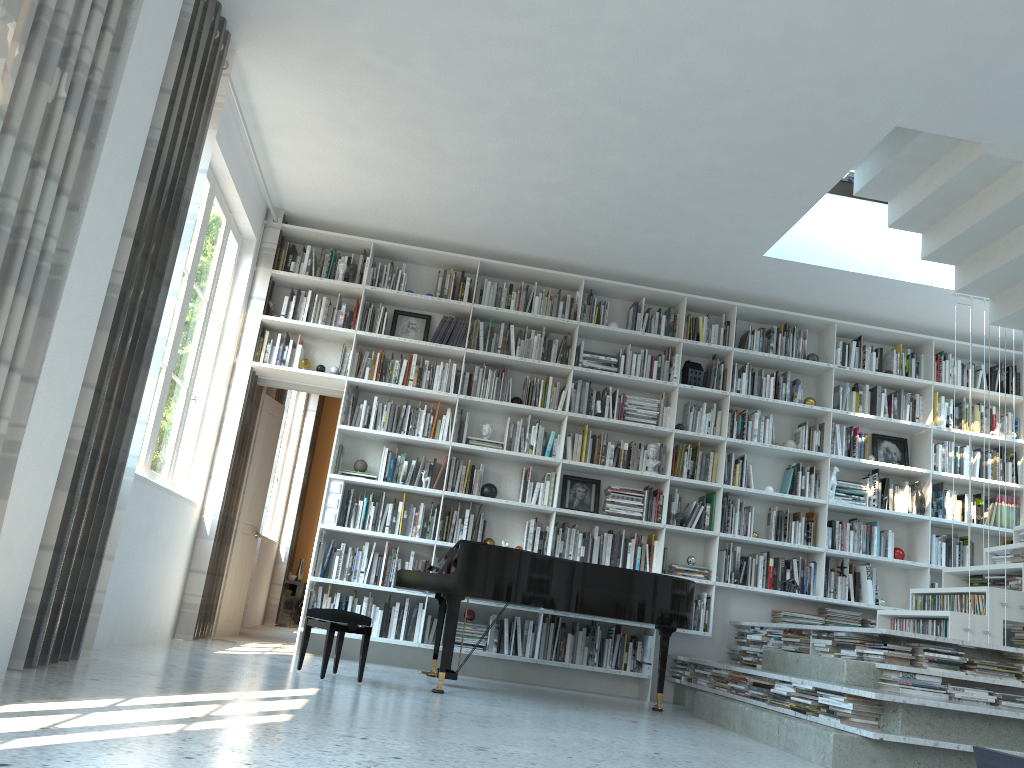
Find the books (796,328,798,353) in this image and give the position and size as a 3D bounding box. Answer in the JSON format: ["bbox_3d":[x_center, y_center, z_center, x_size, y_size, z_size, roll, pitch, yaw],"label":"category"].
[{"bbox_3d":[2.328,-0.295,7.348,0.008,0.320,0.134,9,-14,-5],"label":"books"}]

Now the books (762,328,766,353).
[{"bbox_3d":[2.042,-0.314,7.299,0.021,0.255,0.169,9,-14,-5],"label":"books"}]

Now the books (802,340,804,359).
[{"bbox_3d":[2.363,-0.242,7.317,0.018,0.214,0.158,9,-14,-5],"label":"books"}]

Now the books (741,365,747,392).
[{"bbox_3d":[1.864,0.003,7.198,0.011,0.282,0.173,9,-14,-5],"label":"books"}]

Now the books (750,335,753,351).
[{"bbox_3d":[1.943,-0.295,7.279,0.009,0.183,0.160,9,-14,-5],"label":"books"}]

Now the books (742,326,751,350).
[{"bbox_3d":[1.916,-0.331,7.276,0.009,0.243,0.173,9,-14,-5],"label":"books"}]

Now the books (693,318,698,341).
[{"bbox_3d":[1.473,-0.400,7.229,0.015,0.233,0.171,9,-14,-5],"label":"books"}]

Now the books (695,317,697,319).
[{"bbox_3d":[1.481,-0.404,7.268,0.007,0.263,0.133,9,-14,-5],"label":"books"}]

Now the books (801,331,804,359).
[{"bbox_3d":[2.356,-0.278,7.311,0.008,0.278,0.181,9,-14,-5],"label":"books"}]

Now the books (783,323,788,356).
[{"bbox_3d":[2.222,-0.323,7.314,0.007,0.328,0.184,9,-14,-5],"label":"books"}]

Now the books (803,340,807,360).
[{"bbox_3d":[2.379,-0.239,7.309,0.014,0.208,0.188,9,-14,-5],"label":"books"}]

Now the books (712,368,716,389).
[{"bbox_3d":[1.603,-0.007,7.173,0.024,0.216,0.169,9,-14,-5],"label":"books"}]

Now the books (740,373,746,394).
[{"bbox_3d":[1.842,0.032,7.171,0.026,0.207,0.181,9,-14,-5],"label":"books"}]

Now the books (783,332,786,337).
[{"bbox_3d":[2.209,-0.286,7.304,0.008,0.250,0.170,9,-14,-5],"label":"books"}]

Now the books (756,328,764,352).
[{"bbox_3d":[2.017,-0.318,7.294,0.030,0.254,0.161,9,-14,-5],"label":"books"}]

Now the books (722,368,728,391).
[{"bbox_3d":[1.690,0.002,7.154,0.008,0.213,0.224,9,-14,-5],"label":"books"}]

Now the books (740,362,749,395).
[{"bbox_3d":[1.879,-0.008,7.196,0.014,0.306,0.153,9,-14,-5],"label":"books"}]

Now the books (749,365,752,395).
[{"bbox_3d":[1.913,0.007,7.212,0.021,0.295,0.139,9,-14,-5],"label":"books"}]

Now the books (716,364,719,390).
[{"bbox_3d":[1.639,-0.023,7.168,0.005,0.254,0.159,9,-14,-5],"label":"books"}]

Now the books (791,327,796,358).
[{"bbox_3d":[2.292,-0.301,7.315,0.008,0.306,0.183,9,-14,-5],"label":"books"}]

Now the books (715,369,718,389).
[{"bbox_3d":[1.626,-0.001,7.172,0.013,0.210,0.140,9,-14,-5],"label":"books"}]

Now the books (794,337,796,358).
[{"bbox_3d":[2.299,-0.274,7.316,0.014,0.258,0.150,9,-14,-5],"label":"books"}]

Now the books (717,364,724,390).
[{"bbox_3d":[1.662,-0.020,7.156,0.013,0.247,0.186,9,-14,-5],"label":"books"}]

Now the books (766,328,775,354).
[{"bbox_3d":[2.100,-0.311,7.281,0.028,0.257,0.185,9,-14,-5],"label":"books"}]

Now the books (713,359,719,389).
[{"bbox_3d":[1.620,-0.045,7.162,0.021,0.287,0.179,9,-14,-5],"label":"books"}]

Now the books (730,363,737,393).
[{"bbox_3d":[1.780,-0.013,7.184,0.012,0.284,0.160,9,-14,-5],"label":"books"}]

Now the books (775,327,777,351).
[{"bbox_3d":[2.144,-0.313,7.323,0.017,0.294,0.139,9,-14,-5],"label":"books"}]

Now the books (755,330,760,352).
[{"bbox_3d":[1.986,-0.308,7.289,0.028,0.225,0.164,9,-14,-5],"label":"books"}]

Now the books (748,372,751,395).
[{"bbox_3d":[1.895,0.032,7.197,0.012,0.235,0.166,9,-14,-5],"label":"books"}]

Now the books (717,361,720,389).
[{"bbox_3d":[1.647,-0.031,7.200,0.013,0.288,0.132,9,-14,-5],"label":"books"}]

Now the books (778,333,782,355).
[{"bbox_3d":[2.172,-0.283,7.294,0.018,0.230,0.160,9,-14,-5],"label":"books"}]

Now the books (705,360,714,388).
[{"bbox_3d":[1.581,-0.045,7.150,0.021,0.271,0.191,9,-14,-5],"label":"books"}]

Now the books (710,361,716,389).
[{"bbox_3d":[1.595,-0.039,7.164,0.022,0.271,0.182,9,-14,-5],"label":"books"}]

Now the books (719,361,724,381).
[{"bbox_3d":[1.685,-0.029,7.196,0.005,0.291,0.131,9,-14,-5],"label":"books"}]

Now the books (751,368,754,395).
[{"bbox_3d":[1.927,0.020,7.217,0.012,0.276,0.133,9,-14,-5],"label":"books"}]

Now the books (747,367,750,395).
[{"bbox_3d":[1.888,0.012,7.192,0.010,0.268,0.166,9,-14,-5],"label":"books"}]

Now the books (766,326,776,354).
[{"bbox_3d":[2.125,-0.318,7.310,0.024,0.291,0.168,9,-14,-5],"label":"books"}]

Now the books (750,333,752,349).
[{"bbox_3d":[1.936,-0.328,7.297,0.012,0.254,0.134,9,-14,-5],"label":"books"}]

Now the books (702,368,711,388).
[{"bbox_3d":[1.566,-0.011,7.173,0.019,0.213,0.156,9,-14,-5],"label":"books"}]

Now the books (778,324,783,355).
[{"bbox_3d":[2.189,-0.319,7.311,0.006,0.311,0.179,9,-14,-5],"label":"books"}]

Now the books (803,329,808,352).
[{"bbox_3d":[2.396,-0.284,7.323,0.006,0.305,0.164,9,-14,-5],"label":"books"}]

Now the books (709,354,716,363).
[{"bbox_3d":[1.606,-0.067,7.187,0.025,0.338,0.143,9,-14,-5],"label":"books"}]

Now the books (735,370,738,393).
[{"bbox_3d":[1.798,0.015,7.195,0.012,0.239,0.139,9,-14,-5],"label":"books"}]

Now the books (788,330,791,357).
[{"bbox_3d":[2.258,-0.288,7.317,0.008,0.274,0.163,9,-14,-5],"label":"books"}]

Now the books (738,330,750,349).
[{"bbox_3d":[1.888,-0.318,7.263,0.046,0.206,0.183,9,-14,-5],"label":"books"}]

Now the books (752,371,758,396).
[{"bbox_3d":[1.947,0.035,7.192,0.027,0.241,0.160,9,-14,-5],"label":"books"}]

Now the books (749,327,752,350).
[{"bbox_3d":[1.925,-0.327,7.286,0.011,0.243,0.173,9,-14,-5],"label":"books"}]

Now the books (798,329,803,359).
[{"bbox_3d":[2.347,-0.287,7.319,0.013,0.296,0.189,9,-14,-5],"label":"books"}]

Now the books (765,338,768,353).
[{"bbox_3d":[2.061,-0.274,7.310,0.031,0.190,0.132,9,-14,-5],"label":"books"}]

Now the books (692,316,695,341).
[{"bbox_3d":[1.461,-0.411,7.249,0.008,0.261,0.142,9,-14,-5],"label":"books"}]

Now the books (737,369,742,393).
[{"bbox_3d":[1.817,0.015,7.191,0.026,0.242,0.148,9,-14,-5],"label":"books"}]

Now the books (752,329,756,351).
[{"bbox_3d":[1.958,-0.318,7.274,0.013,0.229,0.174,9,-14,-5],"label":"books"}]

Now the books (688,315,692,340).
[{"bbox_3d":[1.441,-0.416,7.239,0.034,0.260,0.158,9,-14,-5],"label":"books"}]

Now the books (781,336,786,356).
[{"bbox_3d":[2.195,-0.268,7.283,0.018,0.200,0.189,9,-14,-5],"label":"books"}]

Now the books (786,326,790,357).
[{"bbox_3d":[2.233,-0.310,7.295,0.015,0.298,0.183,9,-14,-5],"label":"books"}]

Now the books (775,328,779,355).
[{"bbox_3d":[2.161,-0.307,7.318,0.007,0.284,0.160,9,-14,-5],"label":"books"}]

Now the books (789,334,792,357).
[{"bbox_3d":[2.272,-0.275,7.315,0.024,0.251,0.150,9,-14,-5],"label":"books"}]

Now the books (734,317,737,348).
[{"bbox_3d":[1.795,-0.383,7.263,0.019,0.303,0.176,9,-14,-5],"label":"books"}]
